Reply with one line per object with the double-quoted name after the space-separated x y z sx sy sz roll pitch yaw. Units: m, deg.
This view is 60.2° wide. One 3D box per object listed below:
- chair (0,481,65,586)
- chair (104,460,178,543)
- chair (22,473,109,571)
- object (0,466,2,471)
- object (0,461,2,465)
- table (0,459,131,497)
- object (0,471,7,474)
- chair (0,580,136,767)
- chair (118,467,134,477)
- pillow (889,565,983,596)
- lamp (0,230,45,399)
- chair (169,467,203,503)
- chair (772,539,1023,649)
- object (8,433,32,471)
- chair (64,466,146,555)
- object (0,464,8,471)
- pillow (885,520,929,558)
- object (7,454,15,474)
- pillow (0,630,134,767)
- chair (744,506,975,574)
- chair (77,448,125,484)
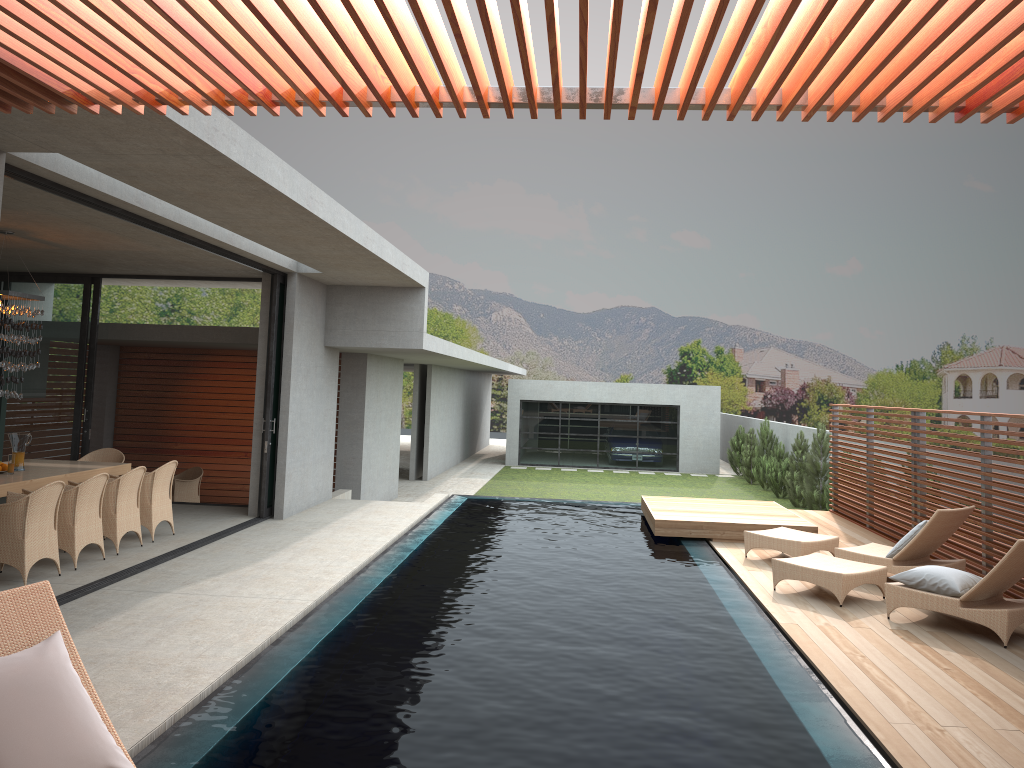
-4.269 1.262 7.658 0.630 0.869 0.614 2 -3 4 "chair"
-4.099 1.275 9.860 0.630 0.869 0.614 2 -3 4 "chair"
-4.212 1.266 8.392 0.630 0.869 0.614 2 -3 4 "chair"
-5.178 0.856 8.891 0.080 0.082 0.081 0 -3 33 "object"
-5.200 0.810 8.937 0.070 0.048 0.071 3 -2 -35 "object"
-5.269 1.284 8.835 1.279 0.761 3.243 2 0 4 "table"
-5.247 0.888 8.948 0.309 0.034 0.309 2 0 -27 "object"
-0.705 1.110 2.207 2.294 0.833 0.696 2 -3 24 "chair"
-6.441 1.801 14.662 0.615 0.869 0.629 5 -4 -40 "chair"
3.593 1.635 7.413 0.593 0.195 0.593 3 -1 -39 "pillow"
-5.317 -0.711 9.146 0.618 1.767 0.615 2 -4 4 "lamp"
-5.532 1.832 14.758 0.617 0.869 0.627 0 -4 34 "chair"
3.427 1.573 7.711 0.698 0.832 2.290 4 -2 -36 "chair"
-5.180 0.714 9.278 0.192 0.389 0.192 3 -4 -14 "object"
-4.156 1.271 9.126 0.630 0.869 0.614 2 -3 4 "chair"
-5.162 0.852 8.973 0.087 0.087 0.086 2 -3 -5 "object"
4.068 1.528 8.772 0.606 0.430 0.426 3 -3 -37 "pillow"
-5.266 0.710 8.762 0.325 0.389 0.538 1 -2 20 "object"
-1.407 1.017 2.513 0.427 0.430 0.605 1 -2 23 "pillow"
3.604 1.584 9.376 0.698 0.832 2.291 4 -2 -37 "chair"
-5.156 1.243 10.894 0.617 0.869 0.626 2 -3 4 "chair"
